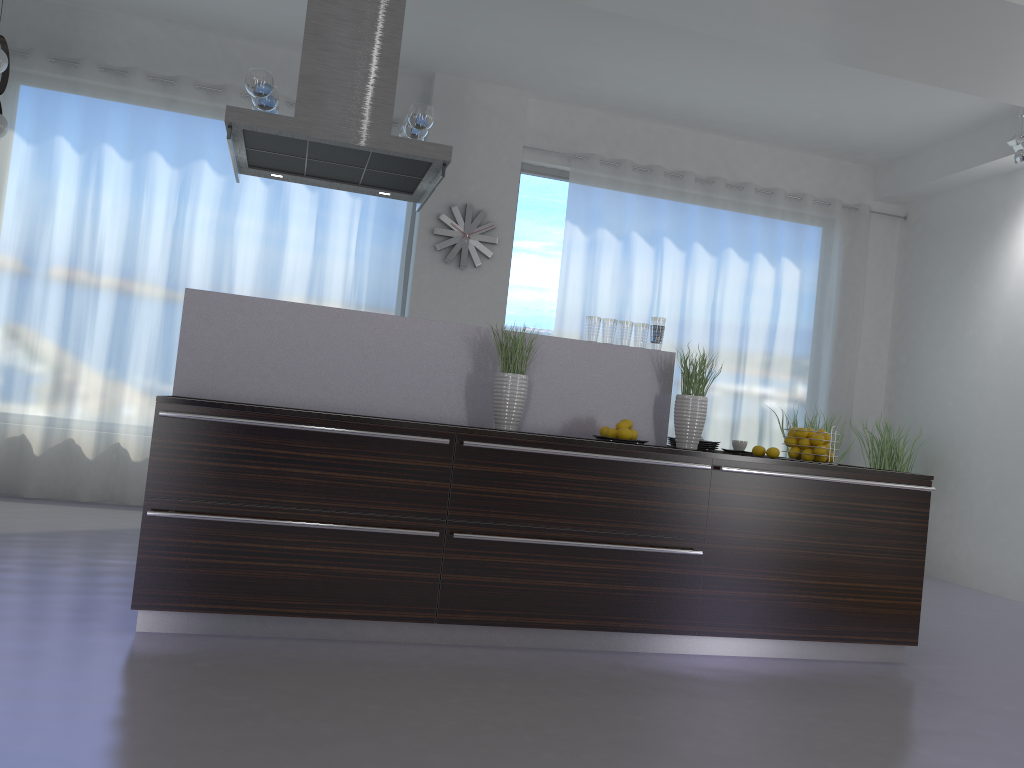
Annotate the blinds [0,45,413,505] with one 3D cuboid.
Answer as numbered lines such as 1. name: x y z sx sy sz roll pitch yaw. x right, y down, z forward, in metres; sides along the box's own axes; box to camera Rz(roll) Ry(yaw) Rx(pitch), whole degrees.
1. blinds: -2.413 -0.664 6.418 3.245 3.112 0.120 7 -2 -14

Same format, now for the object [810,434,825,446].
1. object: 1.381 0.253 4.008 0.061 0.052 0.053 6 -2 -1

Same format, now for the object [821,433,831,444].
1. object: 1.429 0.248 4.044 0.051 0.053 0.063 6 -2 -1

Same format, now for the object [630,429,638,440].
1. object: 0.523 0.225 3.890 0.061 0.054 0.052 8 -3 -37

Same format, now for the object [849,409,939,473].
1. object: 3.027 0.853 7.277 0.656 1.334 0.713 7 -3 -30

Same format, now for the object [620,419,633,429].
1. object: 0.506 0.180 3.933 0.063 0.048 0.053 4 -3 42

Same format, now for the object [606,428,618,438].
1. object: 0.439 0.219 3.873 0.063 0.051 0.053 7 -2 -10

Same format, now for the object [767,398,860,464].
1. object: 2.399 0.778 7.083 0.713 1.334 0.656 7 -2 -14

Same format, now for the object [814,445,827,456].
1. object: 1.382 0.299 3.980 0.061 0.054 0.052 8 -3 -37

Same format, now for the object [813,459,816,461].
1. object: 1.402 0.336 4.095 0.050 0.055 0.061 5 -3 31

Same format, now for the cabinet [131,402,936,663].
1. cabinet: 0.105 0.660 4.178 3.285 0.852 1.377 7 -2 -14

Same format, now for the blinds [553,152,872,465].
1. blinds: 1.694 -0.184 7.470 2.830 3.112 0.120 7 -2 -14

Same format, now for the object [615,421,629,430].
1. object: 0.484 0.186 3.884 0.061 0.047 0.053 7 -2 -11

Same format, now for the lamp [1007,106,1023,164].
1. lamp: 3.466 -1.746 6.005 0.185 0.511 0.150 7 -2 -14

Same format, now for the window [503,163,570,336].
1. window: 1.318 -0.406 7.607 3.000 2.500 0.100 7 -2 -14

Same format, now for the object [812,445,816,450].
1. object: 1.397 0.292 4.049 0.051 0.053 0.062 6 -2 -6

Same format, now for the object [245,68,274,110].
1. object: -1.131 -1.277 3.945 0.125 0.221 0.125 6 -2 10

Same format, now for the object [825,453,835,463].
1. object: 1.459 0.339 4.078 0.053 0.052 0.062 5 -3 25

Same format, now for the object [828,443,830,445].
1. object: 1.442 0.287 4.093 0.053 0.054 0.061 5 -3 32

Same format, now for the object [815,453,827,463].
1. object: 1.400 0.330 4.014 0.051 0.053 0.063 6 -2 -6

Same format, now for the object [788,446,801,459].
1. object: 1.291 0.313 4.053 0.060 0.057 0.052 7 -2 -12

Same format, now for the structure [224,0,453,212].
1. structure: -0.801 -1.604 4.340 0.981 1.231 0.915 7 -2 -14

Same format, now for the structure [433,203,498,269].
1. structure: -0.354 -1.141 6.836 0.505 0.505 0.076 7 -2 -14

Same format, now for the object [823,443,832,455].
1. object: 1.425 0.298 4.036 0.061 0.055 0.051 8 -3 -35

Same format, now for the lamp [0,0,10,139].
1. lamp: -3.074 -1.539 5.214 0.180 2.370 0.367 7 -2 -21

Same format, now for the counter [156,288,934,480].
1. counter: 0.128 0.437 4.198 3.291 1.300 1.302 7 -2 -14

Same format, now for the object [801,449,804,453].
1. object: 1.352 0.320 4.065 0.057 0.060 0.052 6 -2 -8

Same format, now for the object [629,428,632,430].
1. object: 0.525 0.223 3.948 0.051 0.053 0.063 5 -3 26

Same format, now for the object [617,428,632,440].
1. object: 0.487 0.218 3.837 0.070 0.058 0.060 7 -2 -15

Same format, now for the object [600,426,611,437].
1. object: 0.418 0.215 3.924 0.061 0.054 0.052 5 -3 33

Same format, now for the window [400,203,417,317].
1. window: -2.292 -0.828 6.682 3.000 2.500 0.100 7 -2 -14

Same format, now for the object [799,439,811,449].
1. object: 1.332 0.271 4.033 0.062 0.053 0.052 8 -3 -42

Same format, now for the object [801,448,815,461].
1. object: 1.343 0.323 4.022 0.064 0.063 0.074 6 -2 6
